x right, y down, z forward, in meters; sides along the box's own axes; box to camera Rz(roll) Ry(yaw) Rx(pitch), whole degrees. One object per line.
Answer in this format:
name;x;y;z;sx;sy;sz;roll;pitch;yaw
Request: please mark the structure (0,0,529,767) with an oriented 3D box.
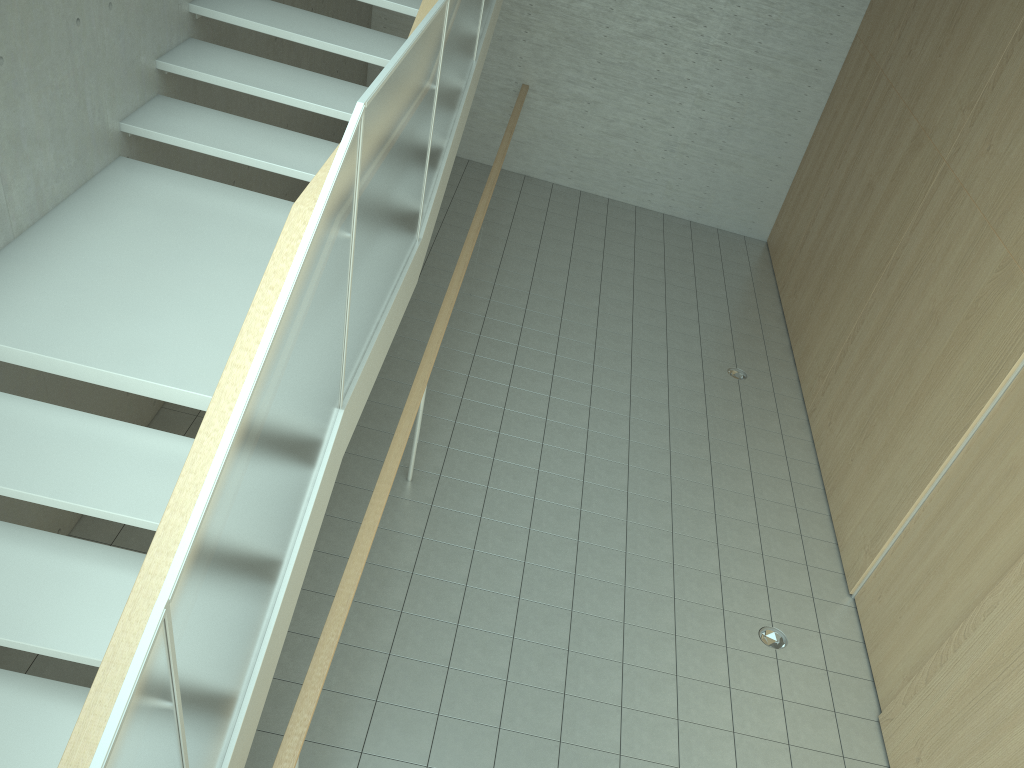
structure;-1.211;-0.998;3.856;1.893;4.929;10.806;13;38;-1
